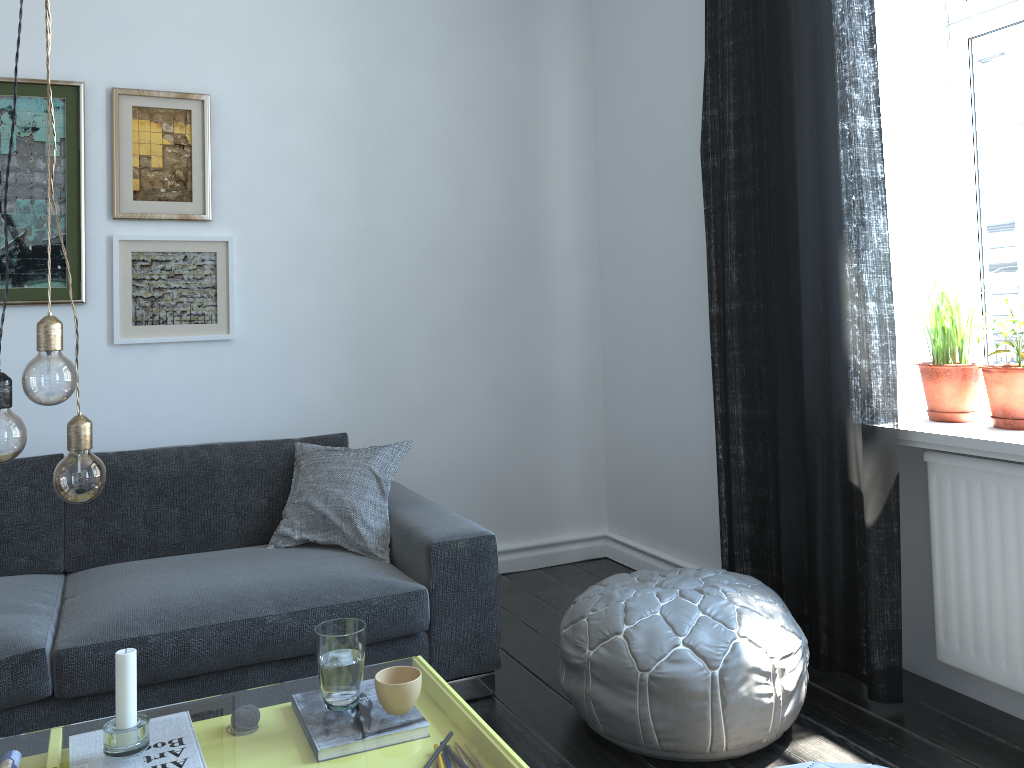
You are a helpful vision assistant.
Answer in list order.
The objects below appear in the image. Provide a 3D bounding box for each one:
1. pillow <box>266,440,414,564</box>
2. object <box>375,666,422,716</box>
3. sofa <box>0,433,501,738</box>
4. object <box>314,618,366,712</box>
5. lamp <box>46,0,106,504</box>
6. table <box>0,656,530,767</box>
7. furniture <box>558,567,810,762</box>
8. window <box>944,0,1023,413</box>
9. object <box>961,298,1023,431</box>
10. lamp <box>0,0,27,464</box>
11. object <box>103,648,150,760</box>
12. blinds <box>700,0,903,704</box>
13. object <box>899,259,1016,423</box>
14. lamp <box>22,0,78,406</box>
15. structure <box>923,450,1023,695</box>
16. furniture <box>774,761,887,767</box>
[{"bbox_3d":[-1.311,0.358,2.719,2.057,0.494,0.477,-3,1,-20],"label":"pillow"},{"bbox_3d":[-0.211,0.575,1.638,0.087,0.067,0.087,-2,2,3],"label":"object"},{"bbox_3d":[-1.319,0.605,2.585,2.376,0.725,1.083,-3,3,-25],"label":"sofa"},{"bbox_3d":[-0.325,0.535,1.673,0.097,0.147,0.097,-2,0,26],"label":"object"},{"bbox_3d":[-0.685,-0.567,1.378,0.074,1.504,0.088,-2,-2,-1],"label":"lamp"},{"bbox_3d":[-0.700,0.845,1.329,1.402,0.401,0.600,-3,3,-25],"label":"table"},{"bbox_3d":[0.468,0.738,2.467,0.680,0.383,0.679,-3,3,-25],"label":"furniture"},{"bbox_3d":[1.805,-0.861,2.276,0.107,1.994,1.565,0,0,-25],"label":"window"},{"bbox_3d":[1.462,-0.062,2.537,0.234,0.371,0.257,-1,0,-13],"label":"object"},{"bbox_3d":[-0.772,-0.633,1.327,0.086,1.504,0.074,-3,-3,26],"label":"lamp"},{"bbox_3d":[-0.665,0.543,1.518,0.074,0.174,0.074,-2,-1,10],"label":"object"},{"bbox_3d":[0.859,-0.619,2.861,0.112,2.986,0.801,0,-2,-26],"label":"blinds"},{"bbox_3d":[1.378,-0.139,2.731,0.334,0.501,0.299,-1,-1,-42],"label":"object"},{"bbox_3d":[-0.711,-0.718,1.348,0.074,1.504,0.074,-3,-3,22],"label":"lamp"},{"bbox_3d":[1.449,0.535,2.074,0.073,0.629,1.064,-1,2,-25],"label":"structure"},{"bbox_3d":[0.534,0.837,1.250,0.611,0.421,0.614,-3,2,-31],"label":"furniture"}]
